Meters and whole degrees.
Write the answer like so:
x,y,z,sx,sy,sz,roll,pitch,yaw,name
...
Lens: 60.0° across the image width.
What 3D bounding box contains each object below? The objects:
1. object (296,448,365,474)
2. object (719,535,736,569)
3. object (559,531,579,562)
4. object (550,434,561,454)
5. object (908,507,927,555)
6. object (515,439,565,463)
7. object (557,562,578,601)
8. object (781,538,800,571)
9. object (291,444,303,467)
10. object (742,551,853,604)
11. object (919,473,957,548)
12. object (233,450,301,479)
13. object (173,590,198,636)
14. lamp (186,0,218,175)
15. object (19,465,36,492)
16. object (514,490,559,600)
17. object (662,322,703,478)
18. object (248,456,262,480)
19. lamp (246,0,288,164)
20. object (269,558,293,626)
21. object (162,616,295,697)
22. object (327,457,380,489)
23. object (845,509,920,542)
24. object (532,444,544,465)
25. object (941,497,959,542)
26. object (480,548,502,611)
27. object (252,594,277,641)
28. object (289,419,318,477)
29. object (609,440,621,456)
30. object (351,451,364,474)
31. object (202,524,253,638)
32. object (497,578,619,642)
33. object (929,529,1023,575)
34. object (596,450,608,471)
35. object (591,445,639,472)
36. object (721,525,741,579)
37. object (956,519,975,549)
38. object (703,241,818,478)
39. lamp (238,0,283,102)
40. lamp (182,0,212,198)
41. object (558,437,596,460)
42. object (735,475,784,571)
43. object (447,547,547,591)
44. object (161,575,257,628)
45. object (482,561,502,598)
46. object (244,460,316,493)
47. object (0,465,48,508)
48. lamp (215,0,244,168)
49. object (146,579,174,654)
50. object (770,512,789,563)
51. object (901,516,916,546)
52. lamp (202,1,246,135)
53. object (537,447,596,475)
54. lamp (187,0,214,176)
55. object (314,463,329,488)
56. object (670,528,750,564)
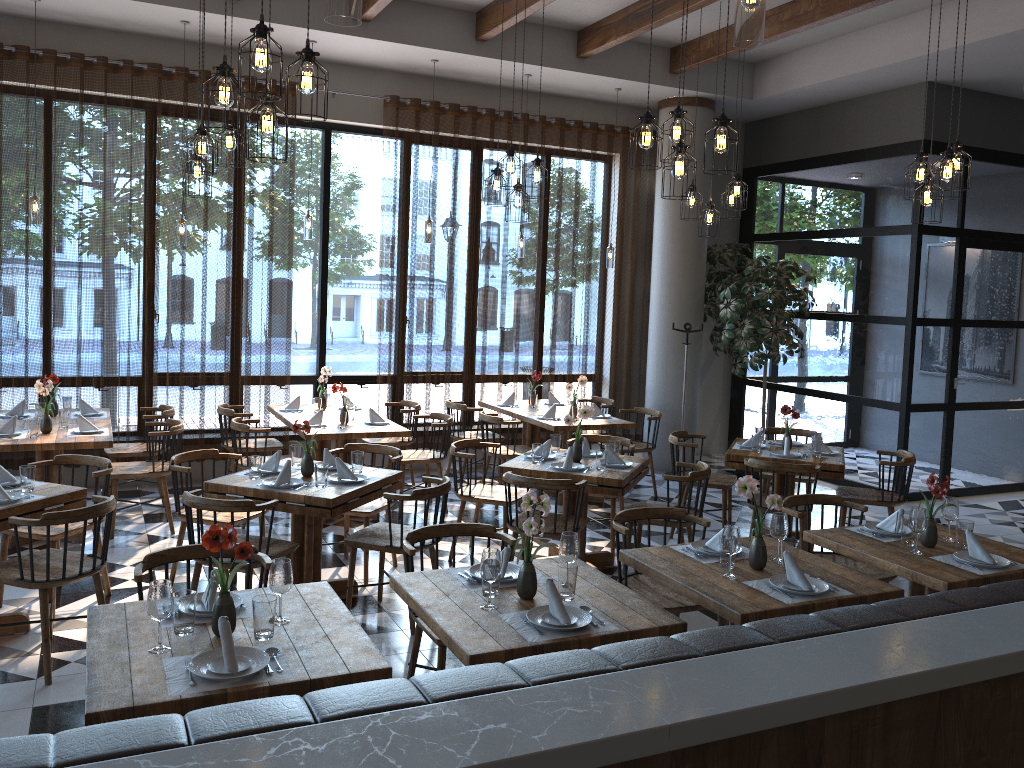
x,y,z,sx,sy,sz,roll,pitch,yaw,name
-1.142,0.465,5.590,0.352,0.137,0.273,4,6,20,object
0.940,0.732,3.860,0.080,0.132,0.080,-1,6,-40,object
0.224,0.699,3.513,0.081,0.215,0.081,4,4,28,object
0.316,0.437,6.416,0.080,0.132,0.080,1,4,-10,object
1.915,0.693,4.190,0.081,0.215,0.081,3,4,6,object
0.203,0.451,6.220,0.272,0.137,0.353,4,6,20,object
0.210,0.754,3.377,0.080,0.132,0.080,0,5,-25,object
1.206,0.743,3.847,0.080,0.132,0.080,0,5,-25,object
-1.366,0.455,5.623,0.080,0.132,0.080,1,5,-20,object
1.166,0.764,3.611,0.352,0.137,0.273,0,6,-25,object
2.070,0.616,4.319,0.171,0.354,0.156,0,5,-32,object
-1.481,0.469,5.423,0.272,0.137,0.353,4,6,20,object
-1.076,0.753,2.909,0.080,0.132,0.080,-1,6,-40,object
-1.927,-2.365,5.556,0.175,2.065,0.175,-1,5,-40,lamp
-2.577,0.503,4.714,0.080,0.132,0.080,5,5,30,object
0.086,0.616,3.371,0.146,0.399,0.207,1,4,-23,object
1.822,0.182,9.392,0.374,1.654,0.375,2,4,-3,object
-1.509,0.493,5.205,0.080,0.132,0.080,1,4,-10,object
-1.049,-2.021,3.871,0.175,2.065,0.175,5,4,35,lamp
-0.792,0.710,3.034,0.081,0.215,0.081,1,4,-17,object
-0.852,0.786,2.659,0.352,0.137,0.273,0,6,-25,object
-0.978,0.507,5.249,0.272,0.137,0.353,4,6,20,object
1.945,0.695,4.557,0.352,0.137,0.273,0,6,-25,object
0.172,0.475,5.998,0.080,0.132,0.080,1,4,-10,object
2.193,0.678,4.442,0.081,0.215,0.081,0,5,-34,object
-0.079,0.715,3.249,0.081,0.215,0.081,4,4,28,object
-0.810,0.765,2.896,0.080,0.132,0.080,0,5,-25,object
-1.252,0.381,5.302,0.156,0.354,0.171,5,5,30,object
0.725,0.468,6.271,0.080,0.132,0.080,1,4,-10,object
-0.956,0.486,5.478,0.080,0.132,0.080,1,5,-20,object
-0.948,0.643,2.938,0.156,0.354,0.171,1,4,-22,object
0.164,0.775,3.138,0.352,0.137,0.273,0,6,-25,object
2.160,0.754,4.080,0.352,0.137,0.273,0,6,-25,object
0.590,0.506,5.862,0.080,0.132,0.080,1,4,-10,object
0.706,0.489,6.047,0.272,0.137,0.353,4,6,20,object
0.917,0.704,3.719,0.081,0.215,0.081,3,4,6,object
2.204,0.733,4.318,0.080,0.132,0.080,0,5,-25,object
2.477,-0.309,9.839,1.380,2.585,1.638,-1,6,-41,object
-1.009,-2.225,3.628,0.175,2.065,0.175,5,4,35,lamp
-2.030,-2.260,5.762,0.175,2.065,0.175,2,4,-6,lamp
0.542,0.446,6.387,0.352,0.137,0.273,4,6,20,object
1.068,0.602,3.864,0.206,0.399,0.147,1,4,-18,object
-0.052,0.716,3.616,0.352,0.137,0.273,0,6,-25,object
-1.067,0.727,3.137,0.352,0.137,0.273,0,6,-25,object
-0.080,0.743,3.379,0.080,0.132,0.080,1,5,-20,object
-1.317,0.511,5.082,0.352,0.137,0.273,4,6,20,object
-2.710,0.503,4.645,0.582,0.137,0.579,4,6,19,object
-1.870,-2.502,5.923,0.175,2.065,0.175,2,4,-6,lamp
-1.099,0.726,2.768,0.081,0.215,0.081,5,5,34,object
1.195,0.688,3.971,0.081,0.215,0.081,0,5,-34,object
1.938,0.721,4.331,0.080,0.132,0.080,-1,6,-40,object
-1.257,-2.166,3.921,0.175,2.065,0.175,2,4,2,lamp
0.367,0.493,5.880,0.352,0.137,0.273,4,6,20,object
-2.078,-2.457,5.959,0.175,2.065,0.175,1,4,-17,lamp
-1.091,0.524,5.069,0.080,0.132,0.080,1,5,-20,object
0.951,0.705,4.089,0.352,0.137,0.273,0,6,-25,object
